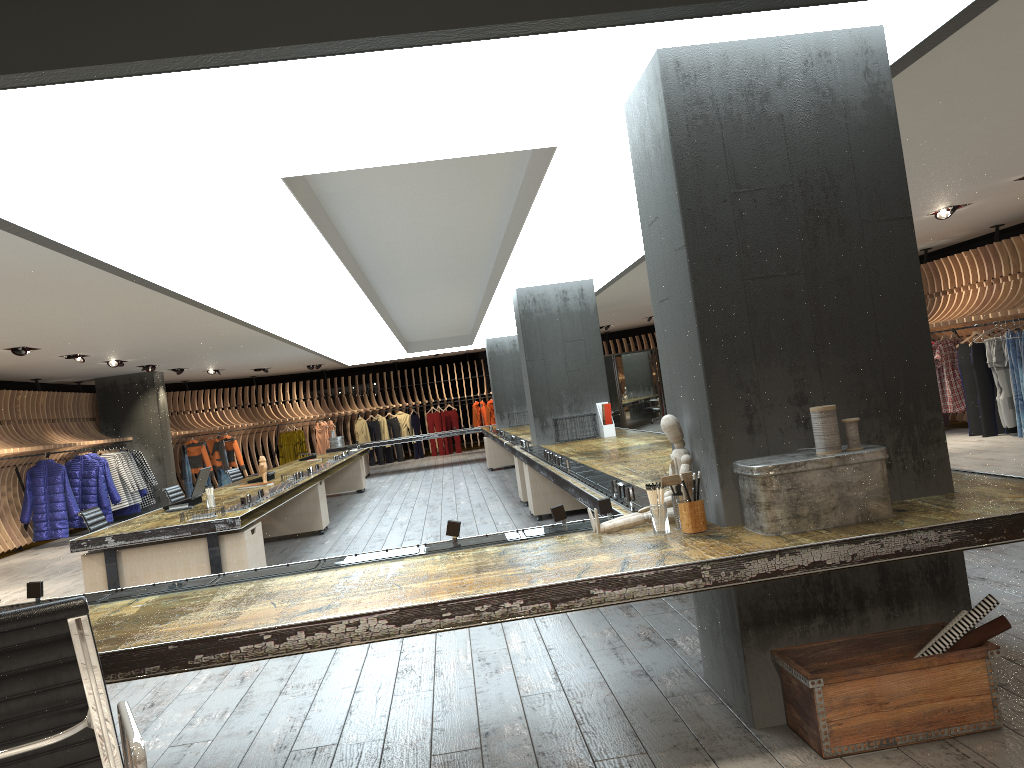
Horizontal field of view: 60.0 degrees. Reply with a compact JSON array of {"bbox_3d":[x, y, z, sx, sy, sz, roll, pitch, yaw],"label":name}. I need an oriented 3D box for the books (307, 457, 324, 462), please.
[{"bbox_3d":[-3.138,1.205,14.141,0.213,0.026,0.365,-8,-1,-4],"label":"books"}]

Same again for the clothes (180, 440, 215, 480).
[{"bbox_3d":[-7.179,1.699,20.035,0.839,0.881,0.201,-8,-2,11],"label":"clothes"}]

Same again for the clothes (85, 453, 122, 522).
[{"bbox_3d":[-7.155,1.804,15.107,0.884,1.247,0.249,-8,-2,-8],"label":"clothes"}]

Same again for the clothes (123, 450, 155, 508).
[{"bbox_3d":[-7.191,1.823,16.828,0.807,1.188,0.191,-8,-2,-4],"label":"clothes"}]

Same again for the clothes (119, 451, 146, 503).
[{"bbox_3d":[-7.187,1.762,16.466,0.752,1.062,0.128,-8,-2,-6],"label":"clothes"}]

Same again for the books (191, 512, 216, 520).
[{"bbox_3d":[-2.236,0.957,6.425,0.155,0.025,0.110,-8,-1,-9],"label":"books"}]

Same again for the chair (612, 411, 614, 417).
[{"bbox_3d":[1.495,0.928,15.270,0.668,0.860,0.693,-8,-1,-8],"label":"chair"}]

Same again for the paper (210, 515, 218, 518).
[{"bbox_3d":[-2.240,0.972,6.428,0.176,0.004,0.130,-8,-1,4],"label":"paper"}]

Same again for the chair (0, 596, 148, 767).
[{"bbox_3d":[-1.168,1.001,1.995,0.666,1.023,0.698,-7,-2,-24],"label":"chair"}]

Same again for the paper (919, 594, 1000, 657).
[{"bbox_3d":[1.372,0.962,3.006,0.572,0.460,0.043,-8,-2,13],"label":"paper"}]

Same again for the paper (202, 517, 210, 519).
[{"bbox_3d":[-2.240,0.970,6.428,0.176,0.004,0.130,-8,-1,2],"label":"paper"}]

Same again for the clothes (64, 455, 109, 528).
[{"bbox_3d":[-7.300,1.830,14.954,0.880,1.261,0.242,-8,-2,-8],"label":"clothes"}]

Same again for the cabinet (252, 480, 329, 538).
[{"bbox_3d":[-2.866,1.568,10.835,1.132,0.631,0.593,-8,-1,-5],"label":"cabinet"}]

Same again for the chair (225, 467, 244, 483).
[{"bbox_3d":[-3.619,1.580,12.453,0.668,0.860,0.693,-8,-1,-8],"label":"chair"}]

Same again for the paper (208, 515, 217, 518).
[{"bbox_3d":[-2.240,0.970,6.428,0.176,0.004,0.130,-8,-1,0],"label":"paper"}]

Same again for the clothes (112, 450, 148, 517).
[{"bbox_3d":[-7.321,1.853,16.658,0.885,1.239,0.245,-8,-2,-8],"label":"clothes"}]

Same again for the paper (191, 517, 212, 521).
[{"bbox_3d":[-2.253,0.975,6.422,0.176,0.003,0.130,-8,-1,-6],"label":"paper"}]

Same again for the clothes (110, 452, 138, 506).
[{"bbox_3d":[-7.155,1.750,16.026,0.752,1.062,0.128,-8,-2,-6],"label":"clothes"}]

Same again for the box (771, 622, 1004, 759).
[{"bbox_3d":[1.302,1.060,3.084,0.665,0.282,0.341,-8,-1,-5],"label":"box"}]

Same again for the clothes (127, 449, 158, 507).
[{"bbox_3d":[-7.214,1.830,17.015,0.799,1.186,0.191,-8,-2,-4],"label":"clothes"}]

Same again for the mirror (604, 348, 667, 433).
[{"bbox_3d":[2.459,0.303,17.132,2.109,1.893,0.443,-9,-2,37],"label":"mirror"}]

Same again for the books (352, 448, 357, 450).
[{"bbox_3d":[-2.882,1.199,16.368,0.155,0.025,0.110,-8,-1,-9],"label":"books"}]

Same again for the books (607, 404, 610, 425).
[{"bbox_3d":[1.065,0.402,9.917,0.048,0.368,0.215,-8,-2,-4],"label":"books"}]

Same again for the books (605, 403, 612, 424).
[{"bbox_3d":[1.086,0.399,9.919,0.048,0.368,0.215,-8,-2,-4],"label":"books"}]

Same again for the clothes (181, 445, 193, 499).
[{"bbox_3d":[-7.188,2.051,19.708,0.200,1.422,0.308,-7,-2,-27],"label":"clothes"}]

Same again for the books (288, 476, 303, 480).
[{"bbox_3d":[-2.388,1.029,9.795,0.155,0.025,0.110,-8,-1,-9],"label":"books"}]

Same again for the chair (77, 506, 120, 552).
[{"bbox_3d":[-3.318,1.465,7.654,0.668,0.860,0.692,-7,-2,-18],"label":"chair"}]

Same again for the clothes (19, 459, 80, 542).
[{"bbox_3d":[-7.119,1.778,13.572,0.885,1.239,0.245,-8,-2,-8],"label":"clothes"}]

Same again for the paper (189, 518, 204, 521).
[{"bbox_3d":[-2.240,0.971,6.428,0.176,0.004,0.130,-8,-1,-1],"label":"paper"}]

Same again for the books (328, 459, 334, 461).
[{"bbox_3d":[-2.624,1.111,13.002,0.155,0.025,0.110,-8,-1,-9],"label":"books"}]

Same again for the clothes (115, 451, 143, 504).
[{"bbox_3d":[-7.174,1.757,16.288,0.752,1.062,0.128,-8,-2,-6],"label":"clothes"}]

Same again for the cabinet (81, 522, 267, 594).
[{"bbox_3d":[-2.435,1.443,6.521,1.132,0.631,0.593,-8,-1,-5],"label":"cabinet"}]

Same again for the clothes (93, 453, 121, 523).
[{"bbox_3d":[-7.246,1.821,15.279,0.885,1.239,0.245,-8,-2,-8],"label":"clothes"}]

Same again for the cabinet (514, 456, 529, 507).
[{"bbox_3d":[0.637,1.094,10.950,1.132,0.631,0.593,-8,-1,-5],"label":"cabinet"}]

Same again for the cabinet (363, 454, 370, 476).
[{"bbox_3d":[-3.527,1.796,19.710,0.593,0.631,1.131,-8,-1,-4],"label":"cabinet"}]

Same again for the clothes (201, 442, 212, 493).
[{"bbox_3d":[-7.009,2.036,20.274,0.200,1.422,0.308,-7,-2,-12],"label":"clothes"}]

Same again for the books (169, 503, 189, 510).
[{"bbox_3d":[-2.873,1.053,7.604,0.186,0.027,0.112,-7,-1,-19],"label":"books"}]

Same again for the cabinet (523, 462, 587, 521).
[{"bbox_3d":[0.738,1.059,9.602,1.132,0.631,0.593,-8,-1,-5],"label":"cabinet"}]

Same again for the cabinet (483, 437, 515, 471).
[{"bbox_3d":[0.067,1.265,16.974,1.132,0.631,0.593,-8,-1,-5],"label":"cabinet"}]

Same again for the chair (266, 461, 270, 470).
[{"bbox_3d":[-3.793,1.638,14.655,0.668,0.860,0.692,-7,-2,-18],"label":"chair"}]

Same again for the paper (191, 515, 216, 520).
[{"bbox_3d":[-2.240,0.969,6.428,0.176,0.004,0.130,-8,-1,2],"label":"paper"}]

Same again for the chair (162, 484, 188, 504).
[{"bbox_3d":[-3.455,1.517,9.815,0.668,0.860,0.692,-7,-2,-13],"label":"chair"}]

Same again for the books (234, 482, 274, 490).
[{"bbox_3d":[-2.723,1.074,9.347,0.366,0.026,0.213,-8,-1,6],"label":"books"}]

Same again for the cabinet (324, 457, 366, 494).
[{"bbox_3d":[-3.255,1.702,16.022,1.132,0.631,0.593,-8,-1,-5],"label":"cabinet"}]

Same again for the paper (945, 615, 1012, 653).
[{"bbox_3d":[1.334,0.997,3.037,0.723,0.365,0.047,-8,-2,15],"label":"paper"}]

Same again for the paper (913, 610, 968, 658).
[{"bbox_3d":[1.374,0.991,3.064,0.624,0.290,0.041,-7,-2,-23],"label":"paper"}]

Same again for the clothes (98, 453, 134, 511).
[{"bbox_3d":[-7.137,1.744,15.792,0.752,1.062,0.128,-8,-2,-6],"label":"clothes"}]

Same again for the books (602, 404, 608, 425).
[{"bbox_3d":[1.043,0.405,9.915,0.048,0.368,0.215,-8,-2,-4],"label":"books"}]
